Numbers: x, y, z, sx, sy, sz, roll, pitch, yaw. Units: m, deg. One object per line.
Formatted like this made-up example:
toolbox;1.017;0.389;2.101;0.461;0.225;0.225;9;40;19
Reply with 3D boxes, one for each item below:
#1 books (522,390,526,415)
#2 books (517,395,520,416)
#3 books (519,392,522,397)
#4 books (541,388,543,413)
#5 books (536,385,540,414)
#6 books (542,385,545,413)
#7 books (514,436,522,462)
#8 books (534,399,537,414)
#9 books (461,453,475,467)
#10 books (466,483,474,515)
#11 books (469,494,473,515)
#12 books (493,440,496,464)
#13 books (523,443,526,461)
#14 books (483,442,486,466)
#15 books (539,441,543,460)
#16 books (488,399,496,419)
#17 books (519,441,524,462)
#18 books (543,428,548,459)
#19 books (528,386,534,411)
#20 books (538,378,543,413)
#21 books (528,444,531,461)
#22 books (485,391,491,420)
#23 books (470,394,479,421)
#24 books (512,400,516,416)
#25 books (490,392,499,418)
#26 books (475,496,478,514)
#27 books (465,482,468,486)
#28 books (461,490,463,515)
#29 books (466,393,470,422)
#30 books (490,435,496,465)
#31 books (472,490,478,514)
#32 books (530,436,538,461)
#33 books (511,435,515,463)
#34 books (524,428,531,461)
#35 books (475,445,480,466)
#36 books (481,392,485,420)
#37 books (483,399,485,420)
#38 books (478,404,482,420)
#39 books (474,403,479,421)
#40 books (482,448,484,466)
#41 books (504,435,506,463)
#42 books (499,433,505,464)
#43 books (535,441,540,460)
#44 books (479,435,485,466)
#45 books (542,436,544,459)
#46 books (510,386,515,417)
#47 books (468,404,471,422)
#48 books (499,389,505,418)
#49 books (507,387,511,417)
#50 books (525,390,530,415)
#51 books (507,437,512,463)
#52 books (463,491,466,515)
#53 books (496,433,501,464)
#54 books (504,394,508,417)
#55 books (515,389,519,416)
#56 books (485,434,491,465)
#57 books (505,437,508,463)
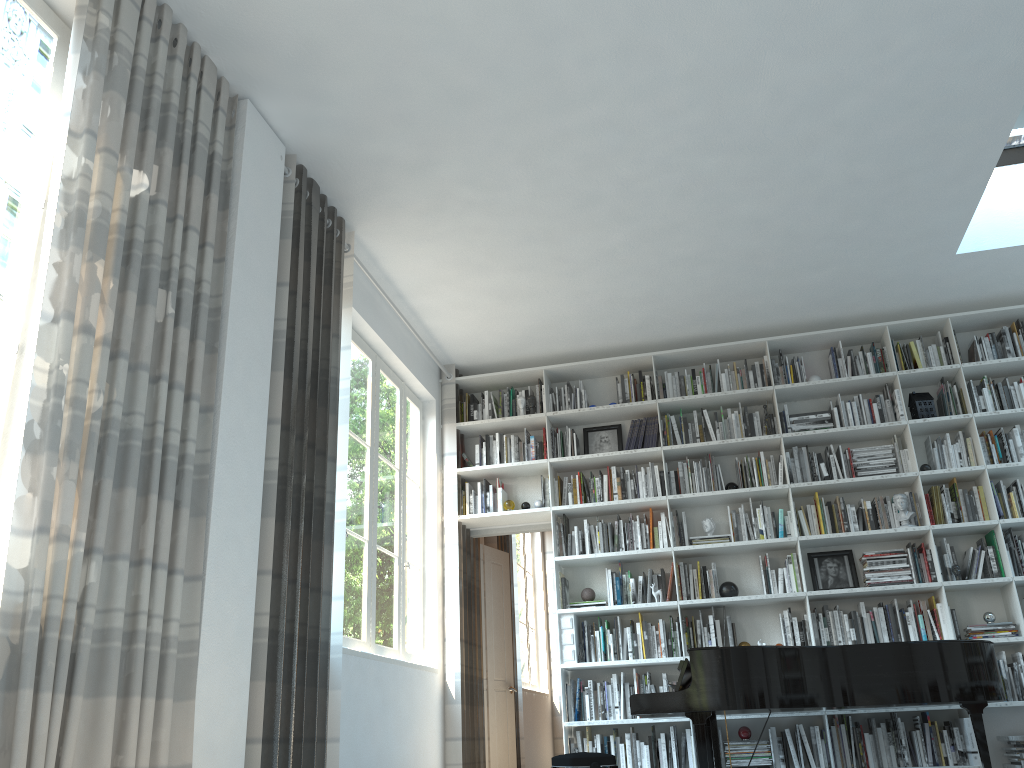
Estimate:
books;0.113;0.199;7.009;0.021;0.252;0.180;-7;-22;11
books;0.070;0.218;7.016;0.021;0.225;0.157;-7;-22;11
books;0.089;0.203;7.003;0.025;0.242;0.168;-7;-22;11
books;0.260;0.179;6.982;0.025;0.258;0.139;-7;-22;11
books;0.223;0.170;6.993;0.022;0.285;0.176;-7;-22;11
books;0.276;0.166;6.942;0.024;0.251;0.236;-7;-22;11
books;0.054;0.545;6.880;0.030;0.250;0.166;-7;-22;11
books;0.201;0.220;6.980;0.028;0.184;0.168;-7;-22;11
books;-0.322;0.636;6.965;0.121;0.175;0.130;-7;-22;12
books;-0.320;0.920;6.834;0.023;0.280;0.171;-7;-22;11
books;-0.292;0.959;6.821;0.029;0.196;0.161;-7;-22;11
books;-0.115;0.578;6.929;0.024;0.238;0.156;-7;-22;11
books;0.117;0.572;6.882;0.029;0.197;0.144;-7;-22;11
books;-0.191;0.586;6.926;0.023;0.227;0.172;-7;-22;11
books;0.238;0.555;6.840;0.026;0.187;0.155;-7;-22;11
books;-0.150;0.248;7.040;0.030;0.205;0.176;-7;-22;11
books;0.087;0.566;6.883;0.028;0.211;0.139;-7;-22;11
books;0.269;0.503;6.854;0.014;0.293;0.173;-7;-22;11
books;0.158;0.179;7.016;0.013;0.290;0.155;-7;-22;11
books;0.238;0.143;6.995;0.014;0.336;0.168;-7;-22;11
books;0.156;0.571;6.863;0.031;0.182;0.152;-7;-22;11
books;-0.177;0.219;7.068;0.028;0.282;0.190;-7;-22;11
books;-0.295;0.237;7.082;0.025;0.268;0.178;-7;-22;11
books;0.035;0.238;7.011;0.024;0.186;0.160;-7;-22;11
books;-0.120;0.215;7.038;0.057;0.261;0.191;-7;-22;11
books;-0.250;0.966;6.826;0.029;0.184;0.135;-7;-22;11
books;-0.333;0.921;6.862;0.013;0.301;0.135;-7;-22;11
books;-0.362;0.950;6.833;0.013;0.227;0.179;-7;-22;11
books;-0.337;0.235;7.096;0.014;0.284;0.175;-7;-22;11
books;-0.141;0.559;6.944;0.028;0.287;0.133;-7;-22;11
books;-0.275;0.943;6.814;0.010;0.219;0.182;-7;-22;11
books;0.179;0.538;6.846;0.029;0.228;0.192;-7;-22;11
books;0.027;0.544;6.887;0.025;0.260;0.167;-7;-22;11
books;0.129;0.512;6.875;0.012;0.302;0.189;-7;-22;11
books;-0.250;0.603;6.947;0.034;0.217;0.167;-7;-22;11
books;-0.219;0.226;7.078;0.010;0.280;0.161;-7;-22;11
books;-0.199;0.252;7.072;0.024;0.226;0.158;-7;-22;11
books;-0.233;0.274;7.081;0.031;0.195;0.145;-7;-22;11
books;-0.267;0.272;7.062;0.028;0.185;0.182;-7;-22;11
books;-0.207;0.615;6.948;0.024;0.191;0.138;-7;-22;11
books;-0.035;0.549;6.903;0.013;0.267;0.162;-7;-22;11
books;-0.058;0.544;6.920;0.037;0.290;0.156;-7;-22;11
books;0.215;0.560;6.860;0.029;0.195;0.147;-7;-22;11
books;-0.229;0.565;6.959;0.011;0.295;0.163;-7;-22;11
books;0.260;0.536;6.857;0.014;0.235;0.144;-7;-22;11
books;0.009;0.187;7.049;0.029;0.313;0.129;-7;-22;11
books;-0.316;0.276;7.078;0.024;0.194;0.168;-7;-22;11
books;-0.070;0.206;7.046;0.039;0.281;0.182;-7;-22;11
books;-0.014;0.190;7.042;0.014;0.303;0.146;-7;-22;11
books;0.136;0.192;7.003;0.027;0.258;0.147;-7;-22;11
books;-0.006;0.557;6.893;0.021;0.243;0.174;-7;-22;11
books;-0.349;0.951;6.830;0.013;0.221;0.163;-7;-22;11
books;-0.090;0.543;6.907;0.021;0.284;0.179;-7;-22;11
books;-0.031;0.220;7.051;0.030;0.256;0.130;-7;-22;11
books;0.052;0.198;7.030;0.013;0.274;0.159;-7;-22;11
books;-0.171;0.557;6.927;0.023;0.281;0.186;-7;-22;11
books;-0.022;0.556;6.897;0.012;0.248;0.192;-7;-22;11
